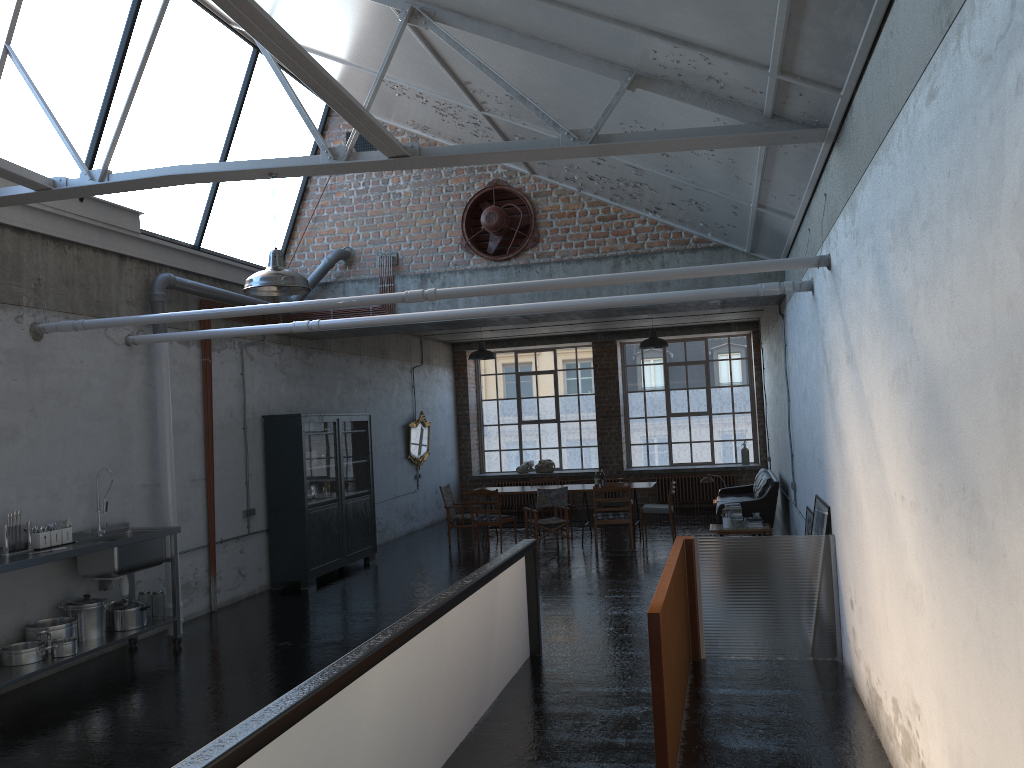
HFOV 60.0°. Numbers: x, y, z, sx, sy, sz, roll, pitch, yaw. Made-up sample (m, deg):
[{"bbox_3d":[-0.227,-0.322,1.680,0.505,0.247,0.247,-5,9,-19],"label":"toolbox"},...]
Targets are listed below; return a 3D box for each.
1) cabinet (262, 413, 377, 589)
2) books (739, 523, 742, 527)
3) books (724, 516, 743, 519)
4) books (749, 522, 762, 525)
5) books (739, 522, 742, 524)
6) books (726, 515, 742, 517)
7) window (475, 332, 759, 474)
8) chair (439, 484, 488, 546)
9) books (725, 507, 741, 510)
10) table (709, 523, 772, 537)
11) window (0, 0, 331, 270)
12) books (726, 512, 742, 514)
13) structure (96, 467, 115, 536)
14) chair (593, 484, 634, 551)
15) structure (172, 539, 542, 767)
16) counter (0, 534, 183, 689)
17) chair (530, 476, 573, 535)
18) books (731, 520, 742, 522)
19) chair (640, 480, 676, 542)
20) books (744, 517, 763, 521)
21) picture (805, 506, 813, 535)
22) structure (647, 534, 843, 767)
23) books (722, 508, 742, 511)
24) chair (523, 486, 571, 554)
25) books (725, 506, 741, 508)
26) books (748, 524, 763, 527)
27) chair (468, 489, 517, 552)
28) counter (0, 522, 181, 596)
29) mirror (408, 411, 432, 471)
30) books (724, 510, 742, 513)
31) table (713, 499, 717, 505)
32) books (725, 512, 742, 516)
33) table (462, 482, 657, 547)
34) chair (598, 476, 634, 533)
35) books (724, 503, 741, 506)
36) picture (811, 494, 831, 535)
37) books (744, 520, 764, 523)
[{"bbox_3d":[-2.707,1.579,12.814,0.572,2.297,2.386,-3,-2,13],"label":"cabinet"},{"bbox_3d":[3.044,1.936,12.216,0.248,0.043,0.192,-3,-2,13],"label":"books"},{"bbox_3d":[3.053,1.840,12.233,0.245,0.028,0.193,-3,-2,8],"label":"books"},{"bbox_3d":[3.291,1.895,12.117,0.166,0.024,0.227,-3,-2,-7],"label":"books"},{"bbox_3d":[3.044,1.904,12.216,0.249,0.023,0.175,-3,-2,9],"label":"books"},{"bbox_3d":[3.058,1.815,12.228,0.221,0.023,0.147,-3,-2,13],"label":"books"},{"bbox_3d":[6.570,1.901,19.571,19.864,12.900,0.747,-3,-2,13],"label":"window"},{"bbox_3d":[-0.811,2.234,15.187,0.713,1.031,0.574,-3,-2,13],"label":"chair"},{"bbox_3d":[3.053,1.710,12.243,0.209,0.023,0.167,-3,-2,7],"label":"books"},{"bbox_3d":[3.123,2.173,12.089,0.811,0.458,0.649,-3,-2,13],"label":"table"},{"bbox_3d":[-3.860,-2.826,8.496,0.994,2.404,8.048,-3,-2,13],"label":"window"},{"bbox_3d":[3.053,1.773,12.230,0.205,0.022,0.155,-3,-2,8],"label":"books"},{"bbox_3d":[-3.910,1.129,8.538,0.210,0.661,0.039,-3,-2,13],"label":"structure"},{"bbox_3d":[1.560,2.070,13.777,0.573,1.028,0.509,-3,-2,3],"label":"chair"},{"bbox_3d":[-0.451,1.914,5.205,0.119,1.221,5.500,-3,-2,13],"label":"structure"},{"bbox_3d":[-3.863,2.013,7.771,0.589,1.160,2.374,-3,-2,13],"label":"counter"},{"bbox_3d":[0.706,2.199,15.921,0.573,1.028,0.509,-2,-2,-22],"label":"chair"},{"bbox_3d":[3.043,1.880,12.217,0.249,0.023,0.175,-3,-2,14],"label":"books"},{"bbox_3d":[2.396,2.070,14.430,0.577,0.971,0.589,-3,-2,13],"label":"chair"},{"bbox_3d":[3.291,1.845,12.114,0.225,0.029,0.179,-3,-2,5],"label":"books"},{"bbox_3d":[3.038,1.797,9.097,0.135,0.994,0.889,-3,-2,13],"label":"picture"},{"bbox_3d":[1.715,1.836,6.001,1.272,1.221,2.942,-3,-2,13],"label":"structure"},{"bbox_3d":[3.038,1.732,12.235,0.231,0.023,0.162,-4,-3,29],"label":"books"},{"bbox_3d":[0.554,2.112,13.881,0.574,1.031,0.713,-2,-2,-17],"label":"chair"},{"bbox_3d":[3.049,1.688,12.234,0.205,0.020,0.155,-3,-2,13],"label":"books"},{"bbox_3d":[3.299,1.923,12.109,0.179,0.034,0.243,-3,-2,-3],"label":"books"},{"bbox_3d":[-0.308,2.188,14.343,0.573,1.028,0.509,-4,-3,33],"label":"chair"},{"bbox_3d":[-3.888,1.680,7.786,0.625,0.644,2.435,-3,-2,13],"label":"counter"},{"bbox_3d":[-1.816,1.128,17.611,0.172,1.182,1.339,-3,-2,13],"label":"mirror"},{"bbox_3d":[3.047,1.753,12.232,0.244,0.019,0.174,-3,-2,13],"label":"books"},{"bbox_3d":[3.941,2.268,15.485,0.811,0.458,0.649,-3,-2,13],"label":"table"},{"bbox_3d":[3.057,1.795,12.234,0.224,0.021,0.158,-3,-2,13],"label":"books"},{"bbox_3d":[0.836,2.191,14.831,3.112,0.917,1.067,-3,-2,13],"label":"table"},{"bbox_3d":[1.866,2.152,15.810,0.589,0.971,0.577,-3,-2,13],"label":"chair"},{"bbox_3d":[3.045,1.667,12.245,0.201,0.024,0.159,-3,-2,3],"label":"books"},{"bbox_3d":[2.702,1.648,7.919,0.233,1.215,1.095,-3,-2,13],"label":"picture"},{"bbox_3d":[3.303,1.871,12.117,0.243,0.024,0.175,-3,-2,9],"label":"books"}]
